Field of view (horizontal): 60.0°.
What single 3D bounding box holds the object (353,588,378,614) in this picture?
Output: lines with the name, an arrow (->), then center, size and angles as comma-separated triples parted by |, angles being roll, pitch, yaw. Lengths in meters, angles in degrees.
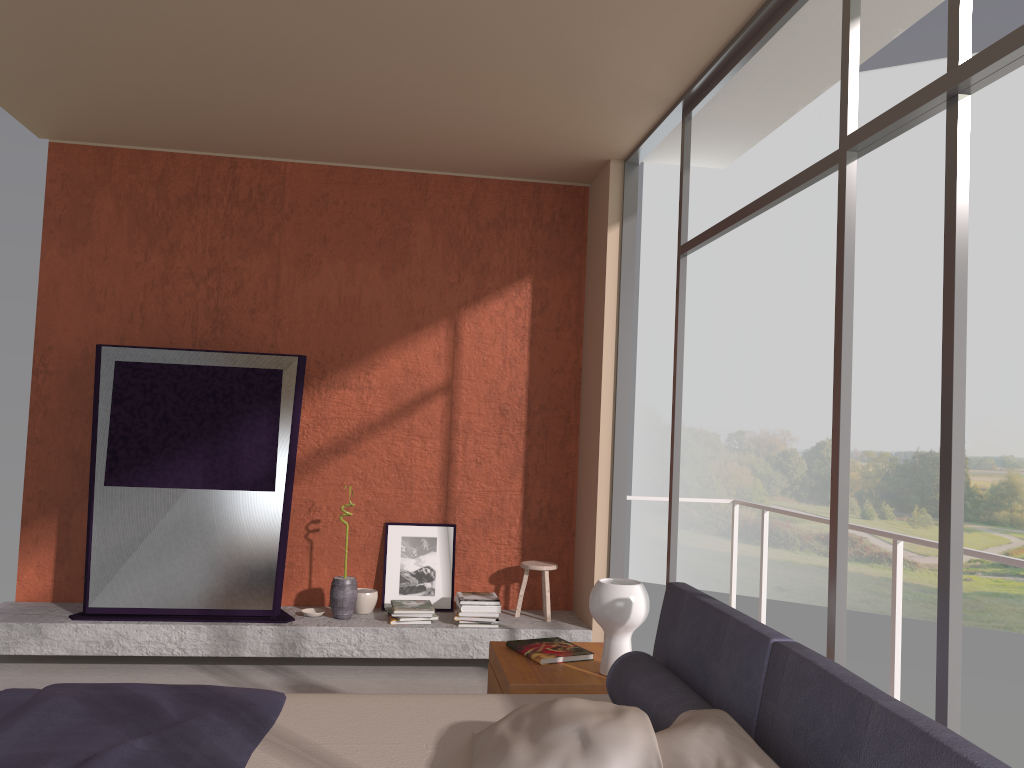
object -> -0.936, 1.368, 5.573 | 0.179, 0.137, 0.180 | 2, -3, 5

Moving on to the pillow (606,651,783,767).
pillow -> 0.503, 0.930, 2.169 | 0.205, 0.201, 1.470 | 3, -3, -8

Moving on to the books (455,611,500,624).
books -> -0.217, 1.436, 5.463 | 0.247, 0.018, 0.287 | 3, -3, -8

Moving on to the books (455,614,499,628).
books -> -0.217, 1.454, 5.456 | 0.247, 0.018, 0.328 | 3, -3, -6

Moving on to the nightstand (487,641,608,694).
nightstand -> 0.214, 1.356, 3.438 | 0.562, 0.556, 0.628 | 3, -3, -8

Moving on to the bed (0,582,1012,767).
bed -> -0.528, 1.055, 2.031 | 2.462, 0.959, 2.017 | 3, -3, -8

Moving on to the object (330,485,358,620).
object -> -1.012, 1.019, 5.406 | 0.165, 0.810, 0.165 | 2, -3, 16

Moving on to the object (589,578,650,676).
object -> 0.396, 0.906, 3.301 | 0.224, 0.338, 0.224 | 2, -3, 4

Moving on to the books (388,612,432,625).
books -> -0.629, 1.429, 5.427 | 0.247, 0.025, 0.287 | 3, -3, -11

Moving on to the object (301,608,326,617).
object -> -1.215, 1.404, 5.416 | 0.152, 0.040, 0.152 | 1, -3, 27

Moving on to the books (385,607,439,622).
books -> -0.616, 1.408, 5.438 | 0.247, 0.018, 0.328 | 4, -3, -23

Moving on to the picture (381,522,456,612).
picture -> -0.598, 1.181, 5.732 | 0.458, 0.550, 0.117 | 3, -3, -8

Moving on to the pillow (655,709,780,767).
pillow -> 0.342, 0.897, 1.872 | 0.400, 0.265, 0.791 | 3, -3, -5

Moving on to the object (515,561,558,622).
object -> 0.179, 1.321, 5.659 | 0.257, 0.349, 0.260 | 5, -4, -39

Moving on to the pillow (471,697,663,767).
pillow -> 0.109, 0.914, 2.200 | 0.431, 0.264, 0.869 | 3, -3, 0

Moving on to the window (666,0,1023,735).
window -> 1.234, 0.014, 1.477 | 0.075, 3.133, 6.106 | 3, -3, -8

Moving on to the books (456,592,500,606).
books -> -0.212, 1.323, 5.469 | 0.247, 0.025, 0.287 | 3, -3, -8

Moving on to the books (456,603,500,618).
books -> -0.214, 1.387, 5.460 | 0.247, 0.027, 0.328 | 3, -3, -6

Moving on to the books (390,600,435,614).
books -> -0.611, 1.364, 5.431 | 0.247, 0.018, 0.328 | 3, -3, -11

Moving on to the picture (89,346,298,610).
picture -> -1.881, 0.552, 5.215 | 1.129, 1.496, 0.126 | 3, -3, -8

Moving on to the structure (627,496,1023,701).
structure -> 1.561, 1.025, 1.672 | 0.728, 1.005, 7.689 | 3, -3, -8

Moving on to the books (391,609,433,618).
books -> -0.610, 1.385, 5.426 | 0.247, 0.025, 0.287 | 3, -3, -6

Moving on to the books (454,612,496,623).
books -> -0.216, 1.413, 5.439 | 0.247, 0.025, 0.287 | 2, -3, 3

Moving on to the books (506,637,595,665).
books -> 0.150, 1.068, 3.556 | 0.247, 0.025, 0.287 | 4, -3, -27

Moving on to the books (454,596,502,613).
books -> -0.212, 1.354, 5.461 | 0.247, 0.038, 0.319 | 3, -3, -11
